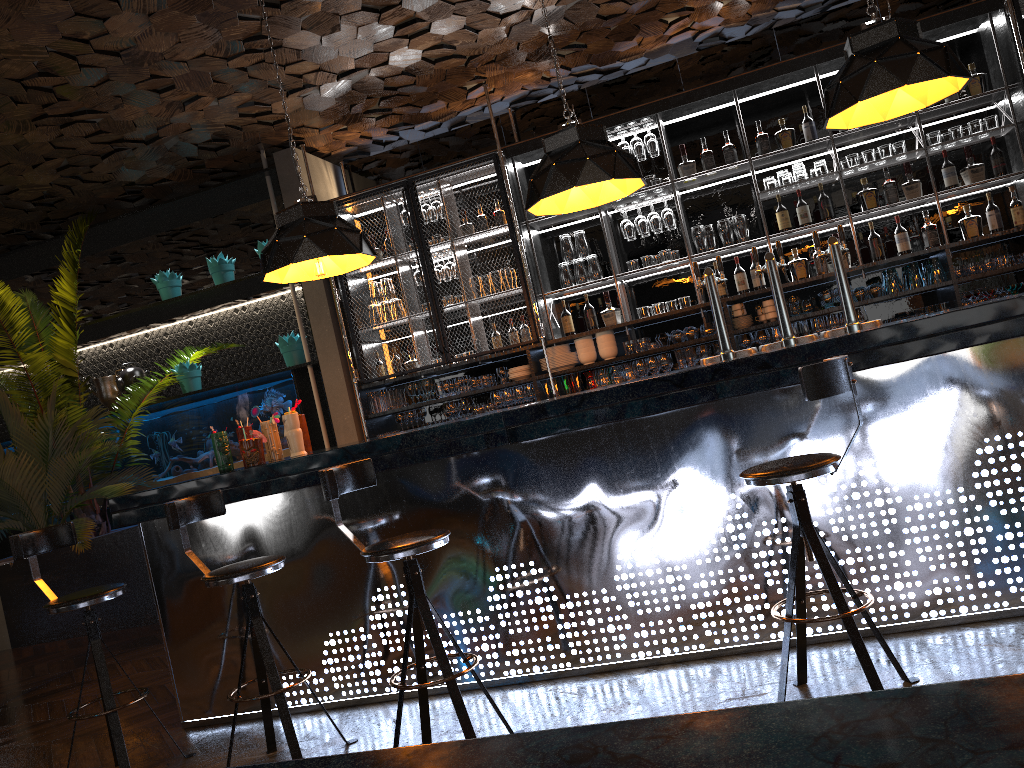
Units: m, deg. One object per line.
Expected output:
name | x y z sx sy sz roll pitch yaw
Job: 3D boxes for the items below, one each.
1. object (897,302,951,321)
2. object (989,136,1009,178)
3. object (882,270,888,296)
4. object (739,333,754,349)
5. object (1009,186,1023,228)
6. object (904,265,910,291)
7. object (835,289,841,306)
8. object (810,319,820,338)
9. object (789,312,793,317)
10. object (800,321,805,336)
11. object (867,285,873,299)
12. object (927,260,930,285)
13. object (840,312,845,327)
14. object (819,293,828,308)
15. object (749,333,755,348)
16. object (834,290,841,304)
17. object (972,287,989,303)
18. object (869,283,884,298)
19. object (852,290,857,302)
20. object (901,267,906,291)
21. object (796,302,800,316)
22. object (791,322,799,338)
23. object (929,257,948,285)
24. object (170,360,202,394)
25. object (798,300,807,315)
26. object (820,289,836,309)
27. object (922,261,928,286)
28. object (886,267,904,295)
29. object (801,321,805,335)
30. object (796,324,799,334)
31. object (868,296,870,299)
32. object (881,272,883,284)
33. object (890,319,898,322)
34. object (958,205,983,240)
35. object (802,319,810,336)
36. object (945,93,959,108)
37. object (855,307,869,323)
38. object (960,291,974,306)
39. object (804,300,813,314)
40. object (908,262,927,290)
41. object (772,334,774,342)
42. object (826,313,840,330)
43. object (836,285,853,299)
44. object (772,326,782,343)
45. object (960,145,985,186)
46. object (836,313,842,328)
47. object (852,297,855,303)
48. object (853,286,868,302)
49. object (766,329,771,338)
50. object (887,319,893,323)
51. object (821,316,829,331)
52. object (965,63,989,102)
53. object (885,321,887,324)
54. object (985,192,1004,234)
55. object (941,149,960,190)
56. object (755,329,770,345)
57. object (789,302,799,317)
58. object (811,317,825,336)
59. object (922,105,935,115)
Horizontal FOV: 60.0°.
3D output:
object | 2.855 -0.464 6.155 0.356 0.134 0.206 -13 -1 23
object | 3.323 -1.550 6.073 0.086 0.299 0.086 -12 -1 -26
object | 2.632 -0.709 6.176 0.115 0.172 0.101 -13 -1 25
object | 1.700 -0.247 6.389 0.108 0.227 0.108 -13 -1 7
object | 3.444 -1.203 6.052 0.080 0.299 0.080 -13 -1 18
object | 2.766 -0.740 6.136 0.115 0.172 0.101 -12 -1 -45
object | 2.361 -0.623 6.305 0.108 0.126 0.108 -13 -1 10
object | 2.237 -0.367 6.473 0.091 0.229 0.091 -12 -1 -39
object | 2.004 -0.528 6.318 0.067 0.099 0.058 -12 -1 -15
object | 2.132 -0.346 6.438 0.049 0.231 0.049 -13 -1 18
object | 2.538 -0.649 6.215 0.098 0.097 0.098 -14 -1 40
object | 2.900 -0.771 6.095 0.115 0.172 0.101 -13 -1 0
object | 2.352 -0.398 6.203 0.091 0.229 0.091 -14 -1 43
object | 2.257 -0.598 6.339 0.100 0.125 0.100 -12 -1 -27
object | 1.736 -0.253 6.502 0.108 0.227 0.108 -13 -1 -5
object | 2.392 -0.628 6.424 0.108 0.126 0.108 -12 -1 -13
object | 3.176 -0.559 5.995 0.089 0.174 0.089 -12 -1 -24
object | 2.513 -0.645 6.110 0.098 0.097 0.098 -12 -1 -40
object | 2.446 -0.628 6.241 0.098 0.097 0.098 -12 -1 -37
object | 2.795 -0.745 6.253 0.101 0.172 0.115 -13 -1 20
object | 2.050 -0.537 6.405 0.058 0.099 0.067 -13 -1 18
object | 2.015 -0.322 6.275 0.049 0.231 0.049 -13 -1 27
object | 2.863 -0.765 5.984 0.115 0.172 0.101 -12 -1 -45
object | -2.821 -0.059 7.731 0.265 0.325 0.245 -12 -1 -20
object | 2.055 -0.540 6.274 0.058 0.099 0.067 -12 -1 -39
object | 2.224 -0.593 6.221 0.100 0.125 0.100 -12 -1 -36
object | 2.926 -0.775 6.220 0.115 0.172 0.101 -13 -1 25
object | 2.605 -0.705 6.059 0.101 0.172 0.115 -12 -1 -45
object | 2.104 -0.342 6.317 0.049 0.231 0.049 -13 -1 19
object | 2.056 -0.329 6.396 0.049 0.231 0.049 -12 -1 -38
object | 2.571 -0.655 6.312 0.098 0.097 0.098 -13 -1 2
object | 2.670 -0.716 6.293 0.115 0.172 0.101 -13 -1 0
object | 2.635 -0.396 6.101 0.067 0.099 0.067 -12 -1 -13
object | 3.167 -1.113 6.131 0.151 0.248 0.094 -13 -1 24
object | 2.085 -0.338 6.255 0.049 0.231 0.049 -13 -1 11
object | 3.032 -2.068 6.159 0.086 0.298 0.086 -12 -1 -26
object | 2.442 -0.419 6.176 0.091 0.229 0.091 -13 -1 -12
object | 3.059 -0.533 5.966 0.089 0.174 0.089 -12 -1 -24
object | 2.120 -0.553 6.364 0.058 0.099 0.067 -13 -1 28
object | 2.736 -0.736 6.012 0.115 0.172 0.101 -13 -1 0
object | 1.963 -0.307 6.550 0.058 0.234 0.058 -13 -1 18
object | 2.267 -0.378 6.229 0.091 0.229 0.091 -12 -1 -27
object | 2.329 -0.618 6.194 0.108 0.126 0.108 -12 -1 -40
object | 1.897 -0.296 6.317 0.058 0.234 0.058 -12 -1 -32
object | 3.162 -1.501 6.102 0.123 0.279 0.123 -13 -1 4
object | 2.330 -0.391 6.328 0.091 0.229 0.091 -12 -1 -43
object | 2.489 -0.635 6.416 0.098 0.097 0.098 -13 -1 7
object | 2.417 -0.623 6.143 0.098 0.097 0.098 -13 -1 -5
object | 1.843 -0.278 6.472 0.108 0.227 0.108 -12 -1 -20
object | 2.668 -0.402 6.222 0.067 0.099 0.067 -12 -1 -13
object | 2.240 -0.370 6.354 0.091 0.229 0.091 -13 -1 36
object | 3.180 -2.075 6.085 0.151 0.248 0.094 -14 -1 44
object | 2.691 -0.405 6.316 0.067 0.099 0.067 -12 -1 -13
object | 3.310 -1.172 6.104 0.086 0.298 0.086 -12 -1 -26
object | 3.033 -1.482 6.160 0.086 0.298 0.086 -12 -1 -26
object | 1.809 -0.272 6.359 0.108 0.227 0.108 -12 -1 -14
object | 1.988 -0.525 6.252 0.067 0.099 0.058 -12 -1 -29
object | 2.169 -0.356 6.252 0.091 0.229 0.091 -13 -1 2
object | 2.870 -2.031 6.176 0.086 0.299 0.086 -12 -1 -26
